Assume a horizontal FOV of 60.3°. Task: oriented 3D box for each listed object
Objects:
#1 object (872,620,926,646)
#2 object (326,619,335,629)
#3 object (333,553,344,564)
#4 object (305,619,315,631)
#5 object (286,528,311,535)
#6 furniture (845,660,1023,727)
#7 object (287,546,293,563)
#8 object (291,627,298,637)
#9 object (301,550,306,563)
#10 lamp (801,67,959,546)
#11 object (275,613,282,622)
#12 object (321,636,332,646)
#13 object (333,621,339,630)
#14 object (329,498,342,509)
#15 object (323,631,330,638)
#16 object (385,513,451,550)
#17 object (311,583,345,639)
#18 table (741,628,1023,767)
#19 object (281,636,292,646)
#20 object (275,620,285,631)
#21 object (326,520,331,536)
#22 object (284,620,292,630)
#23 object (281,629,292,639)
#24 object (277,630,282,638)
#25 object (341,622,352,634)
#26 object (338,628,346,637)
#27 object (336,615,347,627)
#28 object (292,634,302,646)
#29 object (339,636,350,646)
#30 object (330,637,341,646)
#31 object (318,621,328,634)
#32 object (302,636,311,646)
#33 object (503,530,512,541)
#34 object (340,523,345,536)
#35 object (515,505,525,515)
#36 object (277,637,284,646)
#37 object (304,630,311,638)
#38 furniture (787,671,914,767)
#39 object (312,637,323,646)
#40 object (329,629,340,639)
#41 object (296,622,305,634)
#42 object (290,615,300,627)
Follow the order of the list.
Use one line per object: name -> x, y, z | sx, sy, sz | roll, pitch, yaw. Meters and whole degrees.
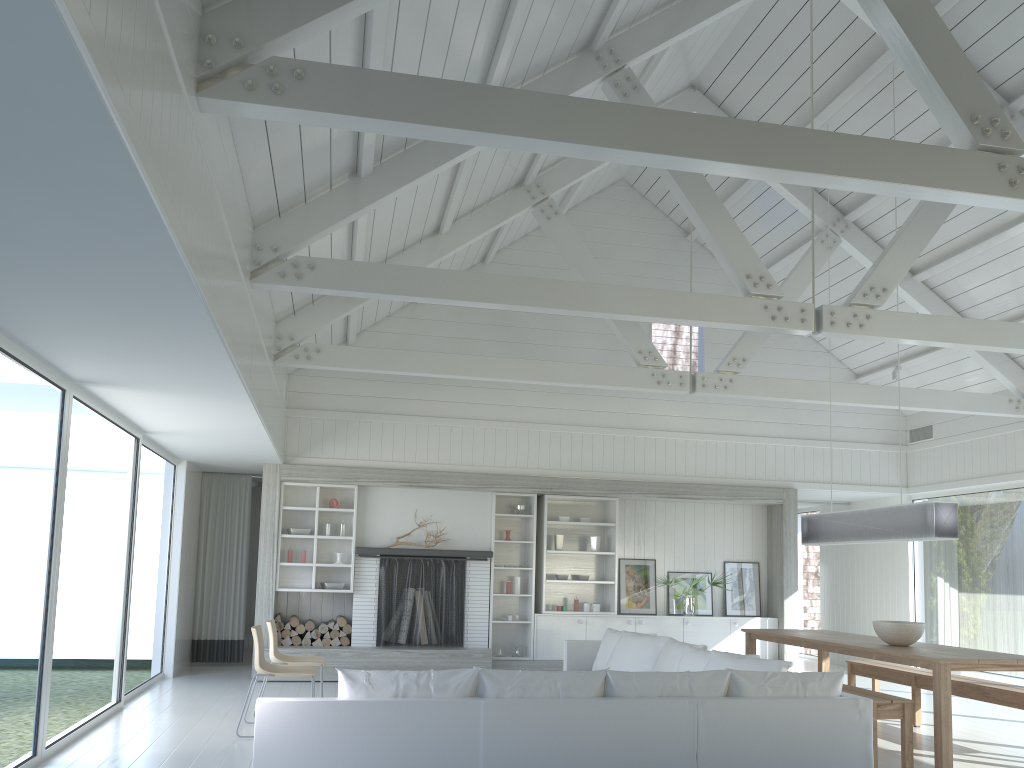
object -> 3.085, 1.991, 7.028 | 0.390, 0.183, 0.394 | 5, -12, -20
object -> -2.139, 2.825, 10.366 | 0.086, 0.090, 0.485 | 3, -12, -12
object -> -2.017, 2.035, 10.276 | 0.137, 0.128, 0.138 | 6, -10, -23
object -> -2.371, 2.824, 10.332 | 0.109, 0.108, 0.501 | 4, -12, -12
object -> -2.477, 1.721, 10.231 | 0.243, 0.071, 0.245 | 7, -13, -26
furniture -> 3.763, 2.740, 7.527 | 0.341, 0.465, 2.717 | 3, -12, -11
object -> -2.561, 1.966, 10.174 | 0.054, 0.194, 0.055 | 3, -6, -10
object -> -2.534, 2.891, 10.285 | 0.080, 0.079, 0.484 | 4, -12, -12
object -> -2.413, 1.976, 10.204 | 0.054, 0.194, 0.055 | 3, -6, -10
lamp -> 3.091, -0.742, 7.680 | 0.200, 4.194, 1.928 | 3, -7, -11
object -> -2.718, 2.714, 10.258 | 0.080, 0.079, 0.484 | 4, -12, -12
object -> -2.183, 3.021, 10.359 | 0.108, 0.105, 0.521 | 4, -12, -12
object -> -2.077, 2.840, 10.377 | 0.080, 0.079, 0.484 | 4, -12, -12
object -> -2.073, 1.402, 10.319 | 0.232, 0.125, 0.060 | -5, -10, 33
object -> -2.175, 2.927, 10.348 | 0.080, 0.079, 0.484 | 4, -12, -12
object -> -1.036, 1.707, 10.368 | 0.789, 0.496, 0.460 | 11, -12, -41
object -> -2.218, 2.652, 10.343 | 0.342, 0.636, 0.618 | 5, -10, -26
table -> 3.007, 2.545, 7.397 | 0.907, 0.753, 2.989 | 3, -12, -11
object -> -2.617, 2.988, 10.282 | 0.134, 0.145, 0.555 | 3, -12, -11
object -> -2.706, 2.806, 10.265 | 0.109, 0.108, 0.501 | 4, -12, -12
object -> -2.144, 1.680, 10.288 | 0.054, 0.194, 0.055 | 3, -6, -10
object -> -2.609, 2.804, 10.271 | 0.080, 0.079, 0.484 | 4, -12, -12
object -> -2.626, 2.895, 10.272 | 0.109, 0.108, 0.501 | 4, -12, -12
object -> -2.708, 2.891, 10.243 | 0.080, 0.079, 0.484 | 4, -12, -12
object -> -1.955, 2.882, 10.412 | 0.109, 0.108, 0.501 | 4, -12, -12
object -> -2.001, 2.928, 10.391 | 0.080, 0.079, 0.484 | 4, -12, -12
object -> -2.015, 2.799, 10.408 | 0.110, 0.109, 0.501 | 4, -12, -12
object -> -2.512, 2.977, 10.289 | 0.110, 0.109, 0.501 | 4, -12, -12
object -> -1.980, 3.013, 10.394 | 0.110, 0.109, 0.501 | 4, -12, -12
object -> -2.084, 3.024, 10.388 | 0.134, 0.145, 0.555 | 3, -12, -11
object -> -2.221, 2.861, 10.359 | 0.109, 0.108, 0.501 | 4, -12, -12
object -> -2.402, 2.986, 10.318 | 0.105, 0.113, 0.524 | 3, -12, -12
object -> -0.050, 1.861, 10.802 | 0.137, 0.128, 0.138 | -4, -11, 31
object -> -1.981, 1.691, 10.320 | 0.054, 0.194, 0.055 | 3, -6, -10
object -> 0.100, 1.553, 10.835 | 0.161, 0.122, 0.164 | -2, -10, 21
object -> -2.715, 2.985, 10.254 | 0.108, 0.105, 0.521 | 4, -12, -12
object -> -2.384, 2.913, 10.307 | 0.080, 0.079, 0.484 | 4, -12, -12
furniture -> 2.295, 2.639, 7.236 | 0.341, 0.465, 2.717 | 3, -12, -11
object -> -2.280, 3.029, 10.347 | 0.134, 0.145, 0.555 | 3, -12, -11
object -> -2.094, 2.932, 10.378 | 0.109, 0.108, 0.501 | 4, -12, -12
object -> -2.473, 2.851, 10.308 | 0.109, 0.108, 0.501 | 4, -12, -12
object -> -2.540, 2.769, 10.303 | 0.110, 0.109, 0.501 | 4, -12, -12
